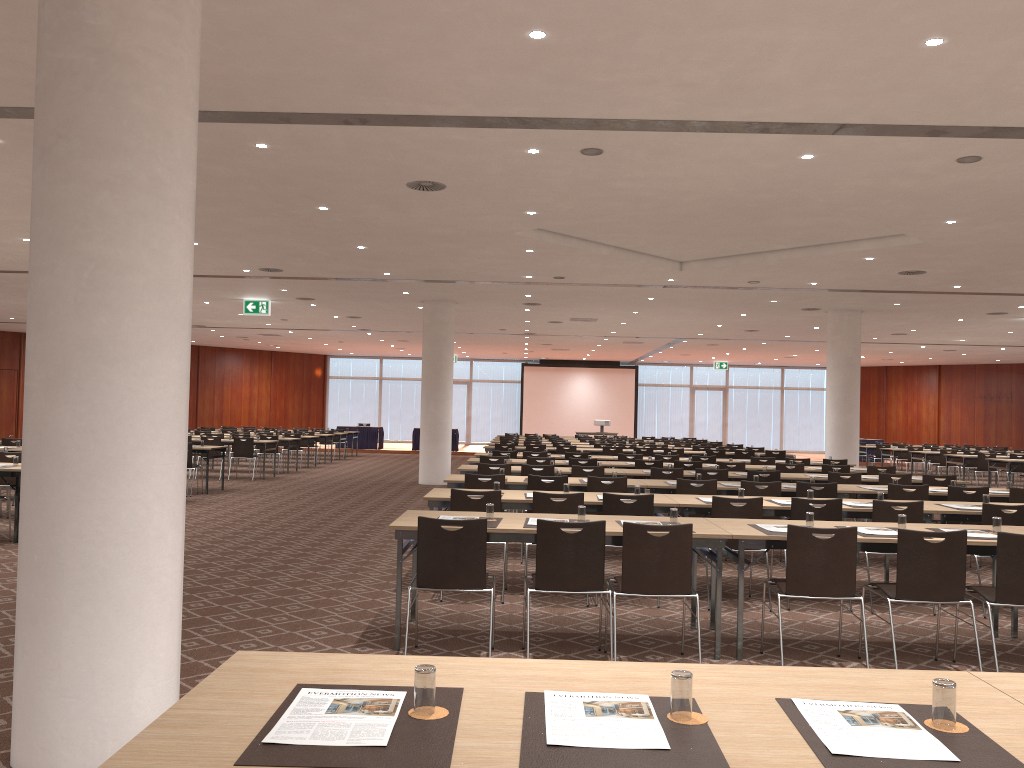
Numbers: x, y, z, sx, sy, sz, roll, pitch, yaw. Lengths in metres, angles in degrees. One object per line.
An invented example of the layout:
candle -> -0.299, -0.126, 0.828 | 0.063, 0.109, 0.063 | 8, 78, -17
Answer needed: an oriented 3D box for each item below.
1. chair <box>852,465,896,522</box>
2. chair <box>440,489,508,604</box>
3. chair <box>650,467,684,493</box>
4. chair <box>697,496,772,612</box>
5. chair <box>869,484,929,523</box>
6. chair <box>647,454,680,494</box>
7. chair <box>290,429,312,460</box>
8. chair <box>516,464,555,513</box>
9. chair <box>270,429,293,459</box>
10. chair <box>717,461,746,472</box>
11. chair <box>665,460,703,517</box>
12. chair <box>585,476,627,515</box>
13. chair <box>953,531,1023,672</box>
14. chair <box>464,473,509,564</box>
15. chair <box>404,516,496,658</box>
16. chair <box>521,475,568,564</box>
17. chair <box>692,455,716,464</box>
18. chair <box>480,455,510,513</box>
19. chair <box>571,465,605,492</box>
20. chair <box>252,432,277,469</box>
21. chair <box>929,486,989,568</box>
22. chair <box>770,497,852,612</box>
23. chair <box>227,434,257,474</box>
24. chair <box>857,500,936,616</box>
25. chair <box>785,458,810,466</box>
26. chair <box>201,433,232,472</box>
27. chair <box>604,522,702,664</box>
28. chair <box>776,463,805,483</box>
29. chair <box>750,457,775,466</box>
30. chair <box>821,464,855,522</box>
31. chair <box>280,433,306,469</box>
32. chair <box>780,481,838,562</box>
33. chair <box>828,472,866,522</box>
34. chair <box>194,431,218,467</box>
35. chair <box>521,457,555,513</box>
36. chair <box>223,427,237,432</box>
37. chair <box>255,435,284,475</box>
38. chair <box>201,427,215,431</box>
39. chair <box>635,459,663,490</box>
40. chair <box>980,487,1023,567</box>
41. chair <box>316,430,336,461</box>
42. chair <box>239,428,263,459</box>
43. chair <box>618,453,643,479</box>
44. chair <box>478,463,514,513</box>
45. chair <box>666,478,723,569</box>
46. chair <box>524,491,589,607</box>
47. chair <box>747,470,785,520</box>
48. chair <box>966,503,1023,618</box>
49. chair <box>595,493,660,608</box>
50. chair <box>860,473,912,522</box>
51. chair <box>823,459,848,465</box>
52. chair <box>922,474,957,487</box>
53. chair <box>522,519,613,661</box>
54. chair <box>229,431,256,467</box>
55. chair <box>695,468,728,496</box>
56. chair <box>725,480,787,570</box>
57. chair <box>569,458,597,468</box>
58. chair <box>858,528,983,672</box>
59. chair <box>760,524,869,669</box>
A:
chair -> 5.615, 1.715, 13.648 | 0.535, 0.939, 0.614 | 1, -1, 1
chair -> -0.312, 1.374, 7.732 | 0.535, 0.939, 0.614 | 1, -1, 2
chair -> 2.004, 1.562, 11.699 | 0.535, 0.939, 0.614 | 1, -1, -2
chair -> 1.896, 1.427, 7.666 | 0.535, 0.939, 0.614 | 1, -1, -1
chair -> 4.267, 1.552, 9.710 | 0.535, 0.939, 0.614 | 1, -1, 2
chair -> 2.707, 1.710, 15.688 | 0.535, 0.939, 0.614 | 1, -1, 1
chair -> -6.461, 1.861, 27.234 | 0.535, 0.939, 0.614 | 1, -1, -2
chair -> 0.325, 1.520, 11.688 | 0.535, 0.939, 0.614 | 1, -1, 0
chair -> -7.093, 1.848, 27.324 | 0.535, 0.939, 0.614 | 1, -1, 1
chair -> 3.336, 1.659, 13.680 | 0.535, 0.939, 0.614 | 1, -1, 2
chair -> 2.676, 1.642, 13.654 | 0.535, 0.939, 0.614 | 1, -1, 2
chair -> 1.017, 1.474, 9.755 | 0.535, 0.939, 0.614 | 1, -1, -2
chair -> 3.224, 1.394, 5.648 | 0.535, 0.939, 0.614 | 1, -1, 2
chair -> -0.302, 1.439, 9.697 | 0.535, 0.939, 0.614 | 1, -1, 0
chair -> -0.381, 1.306, 5.699 | 0.535, 0.939, 0.614 | 1, -1, 1
chair -> 0.384, 1.457, 9.722 | 0.535, 0.939, 0.614 | 1, -1, 2
chair -> 3.354, 1.727, 15.721 | 0.535, 0.939, 0.614 | 1, -1, -2
chair -> -0.287, 1.573, 13.773 | 0.535, 0.939, 0.614 | 1, -1, 1
chair -> 0.979, 1.538, 11.755 | 0.535, 0.939, 0.614 | 1, -1, -2
chair -> -6.447, 1.730, 23.234 | 0.535, 0.939, 0.614 | 1, -1, -2
chair -> 4.867, 1.564, 9.624 | 0.535, 0.939, 0.614 | 1, -1, 1
chair -> 2.599, 1.446, 7.733 | 0.535, 0.939, 0.614 | 1, -1, 2
chair -> -6.492, 1.668, 21.376 | 0.535, 0.939, 0.614 | 1, -1, -1
chair -> 3.267, 1.461, 7.682 | 0.535, 0.939, 0.614 | 1, -1, 0
chair -> 4.987, 1.765, 15.656 | 0.535, 0.939, 0.614 | 1, -1, 0
chair -> -7.061, 1.650, 21.243 | 0.535, 0.939, 0.614 | 1, -1, 3
chair -> 0.899, 1.337, 5.681 | 0.535, 0.939, 0.614 | 1, -1, 0
chair -> 4.247, 1.683, 13.709 | 0.535, 0.939, 0.614 | 1, -1, 2
chair -> 4.370, 1.749, 15.630 | 0.535, 0.939, 0.614 | 1, -1, 0
chair -> 4.904, 1.696, 13.623 | 0.535, 0.939, 0.614 | 1, -1, -2
chair -> -5.759, 1.752, 23.365 | 0.535, 0.939, 0.614 | 1, -1, -1
chair -> 3.275, 1.527, 9.681 | 0.535, 0.939, 0.614 | 1, -1, 4
chair -> 4.311, 1.618, 11.666 | 0.535, 0.939, 0.614 | 1, -1, 0
chair -> -8.068, 1.691, 23.257 | 0.535, 0.939, 0.614 | 1, -1, -2
chair -> 0.428, 1.589, 13.721 | 0.535, 0.939, 0.614 | 1, -1, -1
chair -> -8.657, 1.812, 27.405 | 0.535, 0.939, 0.614 | 1, -1, 3
chair -> -5.783, 1.681, 21.225 | 0.535, 0.939, 0.614 | 1, -1, -2
chair -> -9.338, 1.794, 27.355 | 0.535, 0.939, 0.614 | 1, -1, -2
chair -> 2.085, 1.630, 13.739 | 0.535, 0.939, 0.614 | 1, -1, -2
chair -> 5.525, 1.581, 9.650 | 0.535, 0.939, 0.614 | 1, -1, -2
chair -> -5.700, 1.884, 27.364 | 0.535, 0.939, 0.614 | 1, -1, -1
chair -> -7.998, 1.824, 27.255 | 0.535, 0.939, 0.614 | 1, -1, 2
chair -> 2.071, 1.693, 15.663 | 0.535, 0.939, 0.614 | 1, -1, 3
chair -> -0.245, 1.507, 11.730 | 0.535, 0.939, 0.614 | 1, -1, -2
chair -> 1.987, 1.496, 9.699 | 0.535, 0.939, 0.614 | 1, -1, 3
chair -> 0.385, 1.390, 7.687 | 0.535, 0.939, 0.614 | 1, -1, 0
chair -> 3.253, 1.591, 11.647 | 0.535, 0.939, 0.614 | 1, -1, 0
chair -> 4.164, 1.482, 7.634 | 0.535, 0.939, 0.614 | 1, -1, -2
chair -> 0.987, 1.406, 7.714 | 0.535, 0.939, 0.614 | 1, -1, 2
chair -> 4.977, 1.635, 11.699 | 0.535, 0.939, 0.614 | 1, -1, -1
chair -> 5.620, 1.779, 15.613 | 0.535, 0.939, 0.614 | 1, -1, -2
chair -> 5.540, 1.647, 11.649 | 0.535, 0.939, 0.614 | 1, -1, 3
chair -> 0.357, 1.325, 5.723 | 0.535, 0.939, 0.614 | 1, -1, -2
chair -> -7.073, 1.718, 23.324 | 0.535, 0.939, 0.614 | 1, -1, 0
chair -> 2.595, 1.577, 11.733 | 0.535, 0.939, 0.614 | 1, -1, -1
chair -> 2.662, 1.511, 9.655 | 0.535, 0.939, 0.614 | 1, -1, 1
chair -> 1.081, 1.604, 13.677 | 0.535, 0.939, 0.614 | 1, -1, 3
chair -> 2.614, 1.380, 5.691 | 0.535, 0.939, 0.614 | 1, -1, 0
chair -> 1.954, 1.365, 5.743 | 0.535, 0.939, 0.614 | 1, -1, 3
